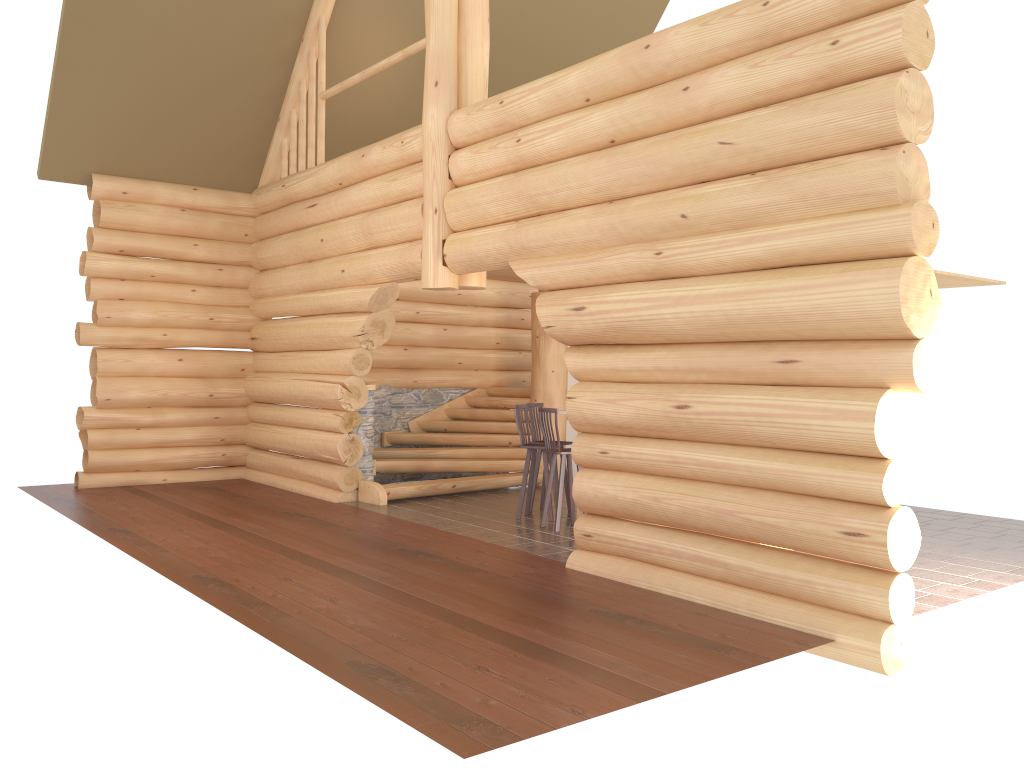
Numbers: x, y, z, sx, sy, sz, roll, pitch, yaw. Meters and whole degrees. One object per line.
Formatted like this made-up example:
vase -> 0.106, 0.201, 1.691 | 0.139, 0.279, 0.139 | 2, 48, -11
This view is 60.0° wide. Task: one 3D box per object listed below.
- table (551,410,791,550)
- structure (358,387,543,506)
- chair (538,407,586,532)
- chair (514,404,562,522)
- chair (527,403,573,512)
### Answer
table -> 1.894, 0.969, 9.548 | 1.196, 1.257, 3.220 | 0, 1, -38
structure -> -1.023, 0.693, 13.061 | 3.604, 1.643, 1.951 | 0, 1, -44
chair -> 0.569, 0.918, 9.703 | 0.504, 1.319, 0.406 | 0, 1, -28
chair -> 0.296, 0.905, 10.332 | 0.504, 1.319, 0.406 | 1, 1, 20
chair -> 0.451, 0.900, 10.830 | 0.504, 1.319, 0.406 | 1, 1, 32
